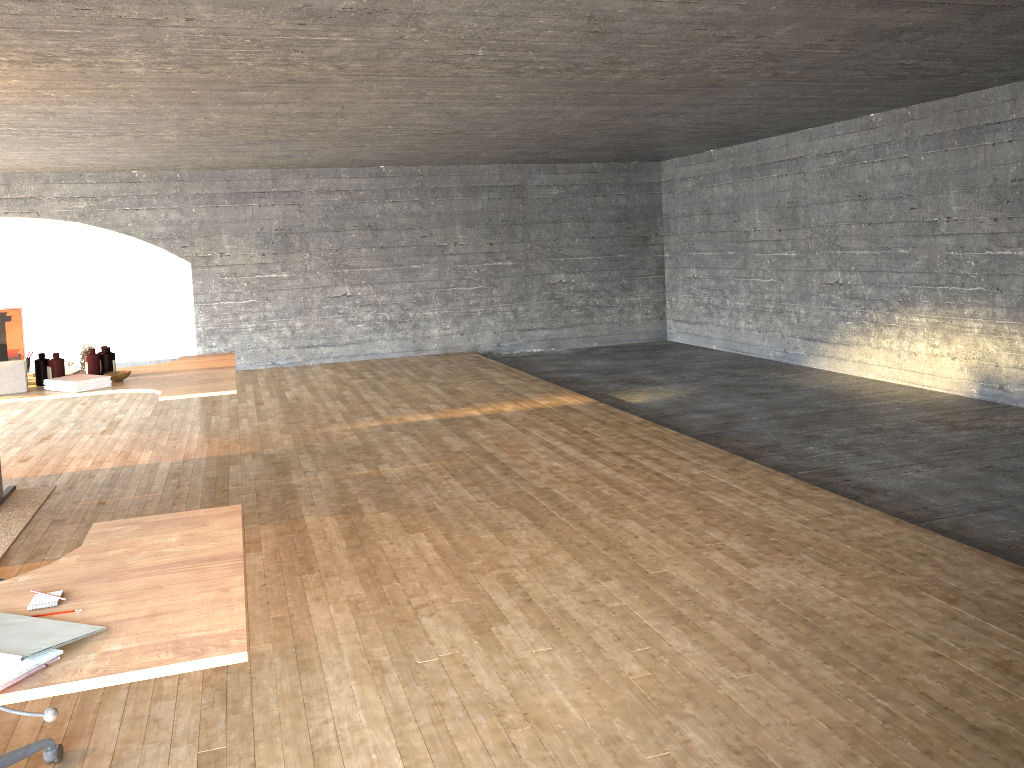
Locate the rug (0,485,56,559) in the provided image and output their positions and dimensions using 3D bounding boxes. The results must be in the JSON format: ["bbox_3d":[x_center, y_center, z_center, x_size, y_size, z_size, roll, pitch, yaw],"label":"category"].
[{"bbox_3d":[-3.751,0.868,4.615,2.205,0.005,1.613,-5,9,-17],"label":"rug"}]

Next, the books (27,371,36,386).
[{"bbox_3d":[-2.856,-0.032,5.175,0.229,0.069,0.179,-4,8,-9],"label":"books"}]

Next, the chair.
[{"bbox_3d":[-1.496,0.635,2.229,0.654,1.008,0.689,2,7,42],"label":"chair"}]

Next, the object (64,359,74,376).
[{"bbox_3d":[-2.658,-0.088,5.303,0.037,0.120,0.075,-6,6,-43],"label":"object"}]

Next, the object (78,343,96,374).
[{"bbox_3d":[-2.535,-0.134,5.280,0.095,0.213,0.099,-4,5,-19],"label":"object"}]

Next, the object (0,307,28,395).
[{"bbox_3d":[-2.820,-0.184,4.878,0.223,0.455,0.271,-5,5,-27],"label":"object"}]

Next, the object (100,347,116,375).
[{"bbox_3d":[-2.400,-0.125,5.247,0.079,0.186,0.080,-3,4,-10],"label":"object"}]

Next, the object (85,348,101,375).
[{"bbox_3d":[-2.475,-0.116,5.212,0.079,0.186,0.080,-3,4,0],"label":"object"}]

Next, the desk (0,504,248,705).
[{"bbox_3d":[-2.336,0.884,1.782,3.515,0.733,1.648,-5,8,-16],"label":"desk"}]

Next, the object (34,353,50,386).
[{"bbox_3d":[-2.698,-0.084,5.074,0.079,0.186,0.080,-3,4,-10],"label":"object"}]

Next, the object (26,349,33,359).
[{"bbox_3d":[-2.869,-0.158,5.203,0.152,0.101,0.077,-1,6,12],"label":"object"}]

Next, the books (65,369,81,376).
[{"bbox_3d":[-2.827,-0.062,5.433,0.318,0.044,0.310,-5,9,-12],"label":"books"}]

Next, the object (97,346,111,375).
[{"bbox_3d":[-2.456,-0.136,5.329,0.079,0.186,0.080,-3,4,-10],"label":"object"}]

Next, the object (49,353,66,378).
[{"bbox_3d":[-2.601,-0.085,5.048,0.079,0.186,0.080,-3,4,0],"label":"object"}]

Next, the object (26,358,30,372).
[{"bbox_3d":[-2.870,-0.109,5.184,0.077,0.081,0.077,-7,8,-38],"label":"object"}]

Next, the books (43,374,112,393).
[{"bbox_3d":[-2.405,-0.006,4.886,0.310,0.057,0.223,3,10,33],"label":"books"}]

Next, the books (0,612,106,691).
[{"bbox_3d":[-0.937,0.464,1.544,0.307,0.044,0.321,0,9,17],"label":"books"}]

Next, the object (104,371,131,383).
[{"bbox_3d":[-2.275,-0.040,5.095,0.147,0.054,0.147,-10,11,-40],"label":"object"}]

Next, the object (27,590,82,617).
[{"bbox_3d":[-0.931,0.439,1.800,0.128,0.013,0.143,-5,9,-14],"label":"object"}]

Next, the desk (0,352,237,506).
[{"bbox_3d":[-3.351,0.426,4.987,3.476,0.733,3.285,-5,9,-17],"label":"desk"}]
